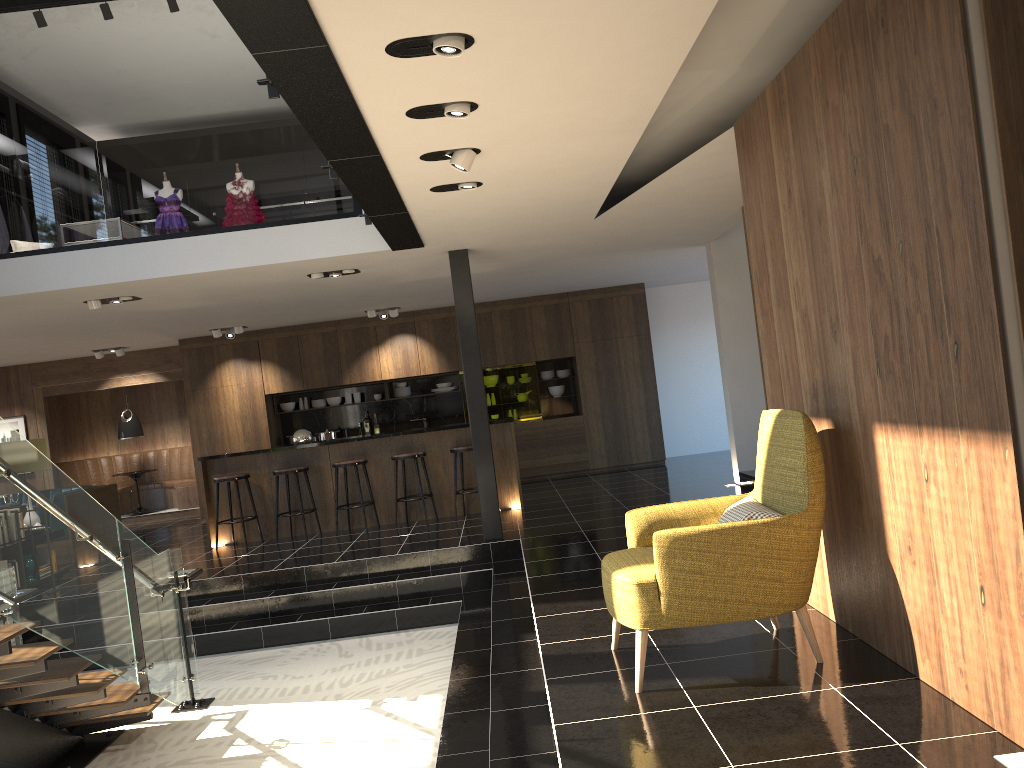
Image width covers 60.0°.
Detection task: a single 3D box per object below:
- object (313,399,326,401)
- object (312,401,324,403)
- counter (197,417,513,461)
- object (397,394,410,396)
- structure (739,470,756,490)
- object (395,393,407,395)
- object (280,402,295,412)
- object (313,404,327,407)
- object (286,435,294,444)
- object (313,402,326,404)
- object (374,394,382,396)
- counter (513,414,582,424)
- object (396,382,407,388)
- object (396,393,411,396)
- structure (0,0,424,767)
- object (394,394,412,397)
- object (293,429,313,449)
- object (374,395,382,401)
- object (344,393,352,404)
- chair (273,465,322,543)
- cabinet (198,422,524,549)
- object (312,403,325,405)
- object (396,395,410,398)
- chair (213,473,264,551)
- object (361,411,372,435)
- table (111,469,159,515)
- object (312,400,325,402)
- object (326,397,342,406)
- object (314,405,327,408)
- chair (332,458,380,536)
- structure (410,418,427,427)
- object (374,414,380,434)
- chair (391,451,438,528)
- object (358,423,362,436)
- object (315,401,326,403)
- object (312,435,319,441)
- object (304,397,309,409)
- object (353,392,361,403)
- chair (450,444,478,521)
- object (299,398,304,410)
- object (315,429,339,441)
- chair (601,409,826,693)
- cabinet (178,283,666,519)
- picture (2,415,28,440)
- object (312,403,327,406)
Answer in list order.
[{"bbox_3d":[-2.961,0.260,13.598,0.220,0.033,0.220,-7,0,-5],"label":"object"},{"bbox_3d":[-2.958,0.285,13.598,0.220,0.033,0.220,-7,0,-5],"label":"object"},{"bbox_3d":[-1.766,0.631,10.334,3.573,0.041,0.698,-7,0,-1],"label":"counter"},{"bbox_3d":[-1.686,0.179,13.701,0.269,0.024,0.269,-7,-1,37],"label":"object"},{"bbox_3d":[3.364,-0.530,6.433,1.964,3.018,6.662,-7,0,-1],"label":"structure"},{"bbox_3d":[-1.688,0.160,13.701,0.269,0.024,0.269,-7,-1,37],"label":"object"},{"bbox_3d":[-3.434,0.360,13.598,0.234,0.138,0.234,-7,0,2],"label":"object"},{"bbox_3d":[-2.952,0.340,13.598,0.220,0.033,0.220,-7,0,-5],"label":"object"},{"bbox_3d":[-3.273,0.842,13.479,0.254,0.218,0.236,-7,0,-43],"label":"object"},{"bbox_3d":[-2.956,0.305,13.598,0.220,0.033,0.220,-7,0,-5],"label":"object"},{"bbox_3d":[-2.060,0.194,13.624,0.122,0.072,0.122,-7,0,24],"label":"object"},{"bbox_3d":[-1.244,0.749,13.482,4.591,0.005,0.862,-7,0,-1],"label":"counter"},{"bbox_3d":[-1.708,0.027,13.700,0.168,0.087,0.168,-7,0,19],"label":"object"},{"bbox_3d":[-1.687,0.168,13.701,0.269,0.024,0.269,-7,-1,37],"label":"object"},{"bbox_3d":[-1.971,0.132,4.054,3.447,4.868,7.280,-7,0,-2],"label":"structure"},{"bbox_3d":[-1.685,0.188,13.701,0.269,0.024,0.269,-7,-1,37],"label":"object"},{"bbox_3d":[-2.392,0.629,10.138,0.227,0.228,0.227,-7,0,-40],"label":"object"},{"bbox_3d":[-2.057,0.219,13.624,0.122,0.072,0.122,-7,0,24],"label":"object"},{"bbox_3d":[-2.505,0.229,13.592,0.109,0.161,0.109,-7,0,-19],"label":"object"},{"bbox_3d":[-2.417,1.331,9.879,0.412,0.799,0.412,-7,0,8],"label":"chair"},{"bbox_3d":[-1.700,1.145,10.337,3.564,0.994,0.698,-7,0,-1],"label":"cabinet"},{"bbox_3d":[-2.954,0.318,13.598,0.220,0.033,0.220,-7,0,-5],"label":"object"},{"bbox_3d":[-1.684,0.195,13.701,0.269,0.024,0.269,-7,-1,37],"label":"object"},{"bbox_3d":[-3.072,1.413,9.866,0.412,0.799,0.412,-7,0,8],"label":"chair"},{"bbox_3d":[-2.258,0.647,13.704,0.133,0.451,0.116,-7,0,-1],"label":"object"},{"bbox_3d":[-5.941,1.718,14.079,0.702,0.644,0.702,-7,0,-26],"label":"table"},{"bbox_3d":[-2.960,0.272,13.598,0.220,0.033,0.220,-7,0,-5],"label":"object"},{"bbox_3d":[-2.725,0.275,13.611,0.234,0.138,0.234,-7,0,19],"label":"object"},{"bbox_3d":[-2.950,0.353,13.598,0.220,0.033,0.220,-7,0,-5],"label":"object"},{"bbox_3d":[-1.762,1.250,9.891,0.412,0.799,0.412,-7,0,8],"label":"chair"},{"bbox_3d":[-1.401,0.649,13.338,0.242,0.231,0.173,-7,0,-1],"label":"structure"},{"bbox_3d":[-2.097,0.656,13.715,0.077,0.395,0.077,-7,0,41],"label":"object"},{"bbox_3d":[-1.107,1.169,9.903,0.412,0.799,0.412,-7,0,8],"label":"chair"},{"bbox_3d":[-2.347,0.741,13.699,0.058,0.287,0.057,-7,0,12],"label":"object"},{"bbox_3d":[-2.957,0.295,13.598,0.220,0.033,0.220,-7,0,-5],"label":"object"},{"bbox_3d":[-3.013,0.847,13.393,0.210,0.143,0.195,-7,0,-43],"label":"object"},{"bbox_3d":[-3.158,0.296,13.602,0.060,0.185,0.060,-7,0,-33],"label":"object"},{"bbox_3d":[-2.372,0.212,13.594,0.109,0.161,0.109,-7,0,11],"label":"object"},{"bbox_3d":[-0.452,1.088,9.916,0.412,0.799,0.412,-7,0,8],"label":"chair"},{"bbox_3d":[-3.233,0.306,13.601,0.060,0.185,0.060,-7,0,30],"label":"object"},{"bbox_3d":[-2.758,0.786,13.282,0.279,0.218,0.300,-7,0,32],"label":"object"},{"bbox_3d":[0.916,0.714,4.112,1.030,1.097,0.807,-7,0,-2],"label":"chair"},{"bbox_3d":[-1.307,0.267,13.474,6.892,2.690,0.869,-7,0,-1],"label":"cabinet"},{"bbox_3d":[-7.883,0.979,13.761,0.748,0.911,0.028,-7,0,-1],"label":"picture"},{"bbox_3d":[-2.953,0.328,13.598,0.220,0.033,0.220,-7,0,-5],"label":"object"}]
